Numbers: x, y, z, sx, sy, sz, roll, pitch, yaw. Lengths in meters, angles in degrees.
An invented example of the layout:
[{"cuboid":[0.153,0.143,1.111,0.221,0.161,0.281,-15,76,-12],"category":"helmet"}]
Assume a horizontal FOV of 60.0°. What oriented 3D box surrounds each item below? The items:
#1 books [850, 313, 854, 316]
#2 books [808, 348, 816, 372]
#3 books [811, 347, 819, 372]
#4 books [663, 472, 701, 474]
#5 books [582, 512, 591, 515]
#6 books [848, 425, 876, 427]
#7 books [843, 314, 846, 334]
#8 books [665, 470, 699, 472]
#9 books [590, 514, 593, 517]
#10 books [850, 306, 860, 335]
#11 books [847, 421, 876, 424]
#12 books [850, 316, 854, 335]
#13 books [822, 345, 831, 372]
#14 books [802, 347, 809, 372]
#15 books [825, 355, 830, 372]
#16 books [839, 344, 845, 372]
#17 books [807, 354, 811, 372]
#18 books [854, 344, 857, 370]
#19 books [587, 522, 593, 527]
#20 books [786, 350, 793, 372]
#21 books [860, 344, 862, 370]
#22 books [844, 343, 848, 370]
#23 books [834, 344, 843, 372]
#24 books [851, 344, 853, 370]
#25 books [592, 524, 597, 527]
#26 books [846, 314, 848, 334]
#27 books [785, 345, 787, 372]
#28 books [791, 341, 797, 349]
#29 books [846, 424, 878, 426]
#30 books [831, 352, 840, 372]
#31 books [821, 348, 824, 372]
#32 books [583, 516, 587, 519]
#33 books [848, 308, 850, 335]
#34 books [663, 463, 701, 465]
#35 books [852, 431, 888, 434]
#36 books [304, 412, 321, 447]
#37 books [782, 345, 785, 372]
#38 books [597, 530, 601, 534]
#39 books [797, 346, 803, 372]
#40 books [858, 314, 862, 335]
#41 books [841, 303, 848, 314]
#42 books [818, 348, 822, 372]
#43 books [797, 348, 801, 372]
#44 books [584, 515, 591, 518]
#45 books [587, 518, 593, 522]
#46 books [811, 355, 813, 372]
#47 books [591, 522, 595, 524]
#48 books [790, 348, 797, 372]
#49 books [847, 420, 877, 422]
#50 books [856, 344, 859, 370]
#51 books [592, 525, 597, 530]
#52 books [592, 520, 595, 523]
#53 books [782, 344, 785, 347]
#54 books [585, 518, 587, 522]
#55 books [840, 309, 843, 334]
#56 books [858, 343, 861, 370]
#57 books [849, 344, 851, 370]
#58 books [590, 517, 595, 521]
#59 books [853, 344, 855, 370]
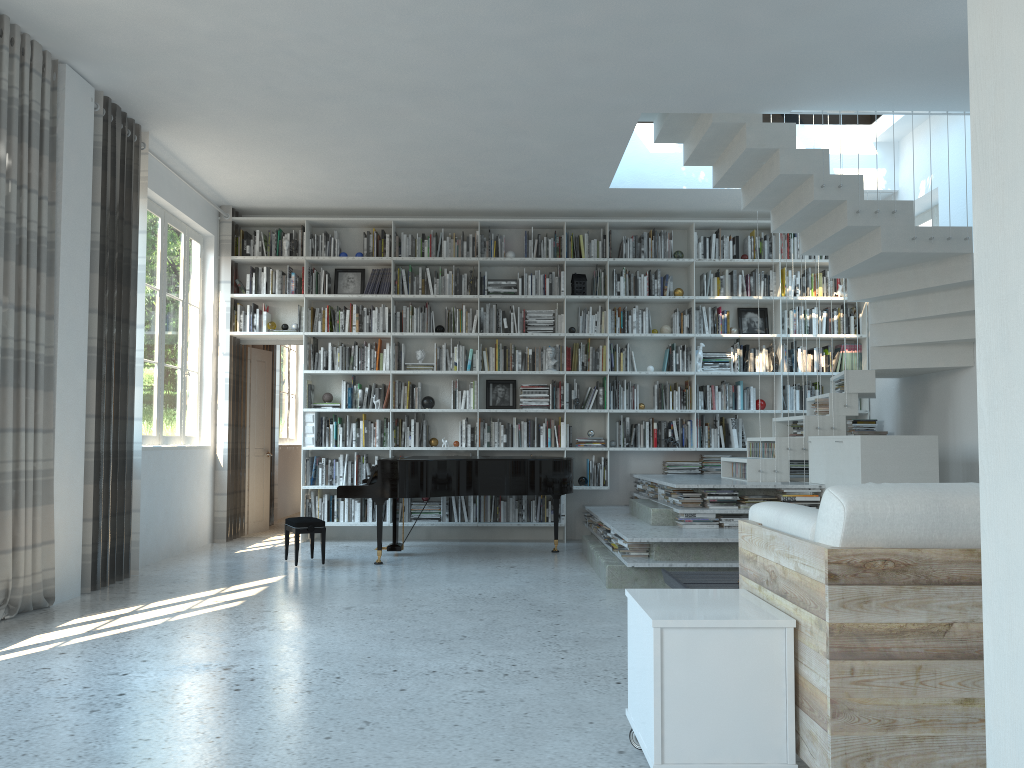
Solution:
[{"cuboid":[3.372,-0.579,8.841,0.024,0.230,0.131,0,-3,-1],"category":"books"},{"cuboid":[2.972,-0.223,8.784,0.022,0.247,0.181,0,-3,-1],"category":"books"},{"cuboid":[2.997,-0.229,8.795,0.029,0.259,0.171,0,-3,-1],"category":"books"},{"cuboid":[1.666,0.876,8.715,0.345,0.007,0.193,0,-4,3],"category":"books"},{"cuboid":[0.792,1.253,8.564,0.191,0.013,0.243,0,-4,-5],"category":"books"},{"cuboid":[3.285,0.398,8.332,0.206,0.014,0.150,0,-4,-1],"category":"books"},{"cuboid":[3.269,-0.573,8.804,0.025,0.211,0.188,0,-3,-1],"category":"books"},{"cuboid":[1.666,0.853,8.717,0.308,0.008,0.195,0,-4,3],"category":"books"},{"cuboid":[0.815,1.232,8.272,0.160,0.009,0.291,0,-4,1],"category":"books"},{"cuboid":[3.401,-0.612,8.813,0.042,0.292,0.186,0,-3,-1],"category":"books"},{"cuboid":[3.285,0.365,8.341,0.232,0.025,0.123,0,-4,-4],"category":"books"},{"cuboid":[3.346,-0.564,8.805,0.029,0.195,0.192,0,-3,-1],"category":"books"},{"cuboid":[3.123,-0.238,8.799,0.026,0.277,0.170,0,-3,-1],"category":"books"},{"cuboid":[2.881,-0.231,8.778,0.056,0.261,0.176,0,-3,-1],"category":"books"},{"cuboid":[3.098,-0.191,8.768,0.024,0.181,0.191,0,-3,-1],"category":"books"},{"cuboid":[3.259,-0.246,8.791,0.033,0.294,0.169,0,-3,-1],"category":"books"},{"cuboid":[2.920,-0.195,8.777,0.023,0.189,0.169,0,-3,-1],"category":"books"},{"cuboid":[3.374,-0.246,8.788,0.018,0.293,0.169,0,-3,-1],"category":"books"},{"cuboid":[0.806,1.309,8.267,0.189,0.030,0.238,0,-4,-1],"category":"books"},{"cuboid":[2.737,-0.218,8.805,0.066,0.236,0.144,0,-3,-1],"category":"books"},{"cuboid":[3.429,-0.245,8.794,0.018,0.293,0.169,0,-3,-1],"category":"books"},{"cuboid":[3.284,-0.247,8.778,0.018,0.293,0.169,0,-3,-1],"category":"books"},{"cuboid":[3.221,-0.243,8.790,0.072,0.291,0.169,0,-3,-1],"category":"books"},{"cuboid":[3.338,-0.246,8.788,0.018,0.293,0.169,0,-3,-1],"category":"books"},{"cuboid":[0.816,1.270,7.961,0.172,0.014,0.221,0,-4,0],"category":"books"},{"cuboid":[3.293,-0.576,8.814,0.025,0.220,0.177,0,-3,-1],"category":"books"},{"cuboid":[2.698,-0.239,8.806,0.010,0.279,0.147,0,-3,-1],"category":"books"},{"cuboid":[2.798,-0.260,8.799,0.012,0.322,0.141,0,-3,-1],"category":"books"},{"cuboid":[3.285,0.384,8.328,0.235,0.014,0.155,0,-4,0],"category":"books"},{"cuboid":[3.181,-0.204,8.786,0.088,0.217,0.167,0,-3,-1],"category":"books"},{"cuboid":[3.059,-0.223,8.807,0.025,0.248,0.134,0,-3,-1],"category":"books"},{"cuboid":[0.798,1.288,8.562,0.177,0.012,0.278,0,-4,-5],"category":"books"},{"cuboid":[3.325,-0.607,8.823,0.013,0.283,0.149,0,-3,-1],"category":"books"},{"cuboid":[1.670,0.786,8.726,0.345,0.007,0.193,0,-4,1],"category":"books"},{"cuboid":[3.283,0.447,8.129,0.267,0.026,0.161,0,-4,4],"category":"books"},{"cuboid":[-1.947,0.444,8.646,0.106,0.340,0.307,0,-3,-1],"category":"books"},{"cuboid":[2.662,-0.240,8.780,0.025,0.277,0.160,0,-3,-1],"category":"books"},{"cuboid":[0.825,1.275,7.649,0.157,0.014,0.180,0,-4,-4],"category":"books"},{"cuboid":[2.841,-0.233,8.790,0.022,0.265,0.157,0,-3,-1],"category":"books"},{"cuboid":[3.432,-0.575,8.813,0.021,0.219,0.184,0,-3,-1],"category":"books"},{"cuboid":[3.312,-0.630,8.832,0.013,0.330,0.140,0,-3,-1],"category":"books"},{"cuboid":[3.040,-0.226,8.804,0.012,0.254,0.161,0,-3,-1],"category":"books"},{"cuboid":[2.818,-0.224,8.777,0.026,0.245,0.181,0,-3,-1],"category":"books"},{"cuboid":[0.800,1.277,8.563,0.188,0.009,0.211,0,-4,-2],"category":"books"},{"cuboid":[0.798,1.268,8.269,0.191,0.028,0.213,0,-4,3],"category":"books"},{"cuboid":[2.946,-0.191,8.799,0.030,0.184,0.137,0,-3,-1],"category":"books"},{"cuboid":[0.818,1.289,8.269,0.147,0.012,0.206,1,-4,-6],"category":"books"},{"cuboid":[2.781,-0.222,8.778,0.022,0.243,0.171,0,-3,-1],"category":"books"},{"cuboid":[3.285,0.346,8.328,0.228,0.011,0.159,0,-4,-2],"category":"books"},{"cuboid":[3.392,-0.245,8.793,0.018,0.293,0.169,0,-3,-1],"category":"books"},{"cuboid":[0.809,1.290,7.960,0.177,0.026,0.230,0,-4,2],"category":"books"},{"cuboid":[0.812,1.233,7.963,0.171,0.020,0.193,0,-4,3],"category":"books"},{"cuboid":[2.679,-0.246,8.796,0.010,0.293,0.164,0,-3,-1],"category":"books"},{"cuboid":[0.799,1.313,8.561,0.179,0.012,0.262,0,-4,2],"category":"books"},{"cuboid":[3.242,-0.601,8.807,0.028,0.268,0.173,0,-3,-1],"category":"books"},{"cuboid":[3.411,-0.246,8.783,0.018,0.293,0.169,0,-3,-1],"category":"books"},{"cuboid":[3.320,-0.246,8.792,0.018,0.293,0.169,0,-3,-1],"category":"books"},{"cuboid":[0.809,1.216,7.964,0.180,0.015,0.294,0,-4,-3],"category":"books"},{"cuboid":[3.356,-0.246,8.792,0.018,0.293,0.169,0,-3,-1],"category":"books"}]
